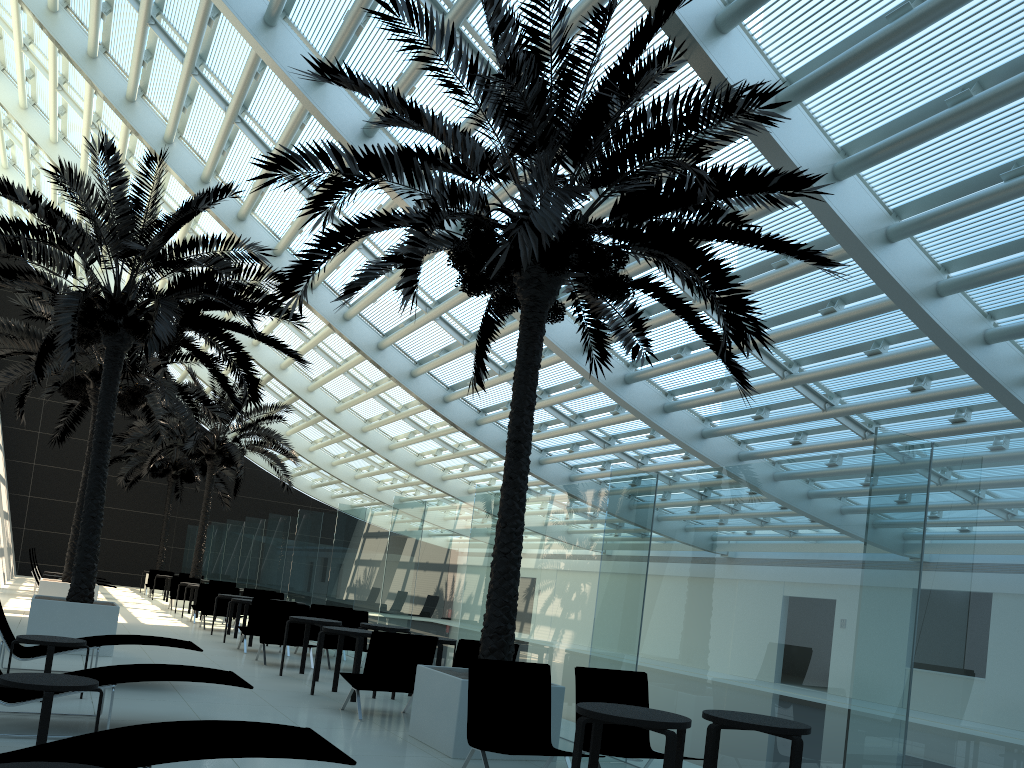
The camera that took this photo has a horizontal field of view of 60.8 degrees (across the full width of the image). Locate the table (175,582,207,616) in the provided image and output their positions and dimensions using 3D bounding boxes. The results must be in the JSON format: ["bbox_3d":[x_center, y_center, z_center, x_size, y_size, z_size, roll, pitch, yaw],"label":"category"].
[{"bbox_3d":[-7.882,5.320,21.536,0.678,0.762,0.698,5,-8,11],"label":"table"}]

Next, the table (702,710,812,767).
[{"bbox_3d":[1.528,2.537,5.598,0.677,0.762,0.699,4,-9,20],"label":"table"}]

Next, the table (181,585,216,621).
[{"bbox_3d":[-7.222,5.085,20.253,0.677,0.762,0.698,5,-8,16],"label":"table"}]

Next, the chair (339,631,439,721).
[{"bbox_3d":[-1.305,2.977,9.007,0.726,0.866,0.898,11,-10,-26],"label":"chair"}]

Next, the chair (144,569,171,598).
[{"bbox_3d":[-11.899,6.685,29.288,0.726,0.866,0.898,11,-10,-26],"label":"chair"}]

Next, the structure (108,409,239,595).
[{"bbox_3d":[-12.524,4.293,32.307,4.812,6.855,4.557,1,-9,41],"label":"structure"}]

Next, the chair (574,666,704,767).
[{"bbox_3d":[0.959,2.668,6.638,0.726,0.866,0.898,11,-10,-26],"label":"chair"}]

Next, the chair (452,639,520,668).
[{"bbox_3d":[-0.486,3.181,9.436,0.726,0.866,0.898,11,-10,-26],"label":"chair"}]

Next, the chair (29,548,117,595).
[{"bbox_3d":[-10.889,4.778,21.607,2.066,1.129,0.932,13,-9,-27],"label":"chair"}]

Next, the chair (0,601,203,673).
[{"bbox_3d":[-4.267,2.460,8.931,2.066,1.129,0.932,13,-9,-27],"label":"chair"}]

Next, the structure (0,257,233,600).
[{"bbox_3d":[-8.242,1.072,16.845,4.283,6.731,4.747,6,-7,7],"label":"structure"}]

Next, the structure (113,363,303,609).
[{"bbox_3d":[-8.747,2.958,25.022,4.903,6.855,4.473,11,-8,-33],"label":"structure"}]

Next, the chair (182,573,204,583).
[{"bbox_3d":[-10.301,6.609,28.194,0.726,0.866,0.898,11,-10,-26],"label":"chair"}]

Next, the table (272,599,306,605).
[{"bbox_3d":[-4.414,4.617,16.973,0.678,0.762,0.698,5,-8,11],"label":"table"}]

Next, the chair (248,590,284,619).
[{"bbox_3d":[-5.042,4.768,18.126,0.726,0.866,0.898,11,-10,-26],"label":"chair"}]

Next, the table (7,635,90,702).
[{"bbox_3d":[-4.099,2.504,7.697,0.552,0.504,0.570,4,-10,16],"label":"table"}]

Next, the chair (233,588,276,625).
[{"bbox_3d":[-5.821,5.048,19.648,0.726,0.866,0.898,11,-10,-26],"label":"chair"}]

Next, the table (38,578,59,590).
[{"bbox_3d":[-10.721,4.821,20.373,0.552,0.504,0.569,5,-9,11],"label":"table"}]

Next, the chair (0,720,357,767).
[{"bbox_3d":[-1.868,1.620,4.337,2.066,1.129,0.932,13,-9,-27],"label":"chair"}]

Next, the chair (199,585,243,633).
[{"bbox_3d":[-5.861,4.564,17.698,0.726,0.866,0.898,11,-10,-26],"label":"chair"}]

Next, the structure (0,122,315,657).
[{"bbox_3d":[-5.266,0.166,11.579,4.281,6.672,4.748,1,-9,41],"label":"structure"}]

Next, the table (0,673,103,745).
[{"bbox_3d":[-2.899,2.084,5.400,0.552,0.504,0.570,4,-10,16],"label":"table"}]

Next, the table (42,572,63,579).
[{"bbox_3d":[-13.158,5.674,25.038,0.552,0.504,0.570,4,-10,16],"label":"table"}]

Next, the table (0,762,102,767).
[{"bbox_3d":[-1.700,1.664,3.103,0.552,0.504,0.570,4,-10,16],"label":"table"}]

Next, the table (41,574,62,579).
[{"bbox_3d":[-11.921,5.241,22.670,0.552,0.504,0.570,4,-10,16],"label":"table"}]

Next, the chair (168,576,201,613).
[{"bbox_3d":[-8.465,5.476,22.683,0.726,0.866,0.898,11,-10,-26],"label":"chair"}]

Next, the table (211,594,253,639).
[{"bbox_3d":[-5.266,4.405,16.528,0.678,0.762,0.698,5,-8,11],"label":"table"}]

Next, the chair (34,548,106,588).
[{"bbox_3d":[-13.326,5.631,26.272,2.066,1.129,0.932,13,-9,-27],"label":"chair"}]

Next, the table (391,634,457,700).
[{"bbox_3d":[-1.036,3.430,10.486,0.677,0.762,0.698,5,-8,16],"label":"table"}]

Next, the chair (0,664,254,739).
[{"bbox_3d":[-3.067,2.040,6.634,2.066,1.129,0.932,13,-9,-27],"label":"chair"}]

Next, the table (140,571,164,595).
[{"bbox_3d":[-12.482,6.926,30.322,0.677,0.762,0.699,4,-9,20],"label":"table"}]

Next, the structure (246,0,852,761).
[{"bbox_3d":[0.187,-0.167,7.929,4.841,6.855,4.529,8,-7,-8],"label":"structure"}]

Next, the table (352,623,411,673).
[{"bbox_3d":[-1.782,3.696,11.934,0.678,0.762,0.698,5,-8,11],"label":"table"}]

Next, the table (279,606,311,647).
[{"bbox_3d":[-3.738,4.376,15.660,0.677,0.762,0.698,5,-8,16],"label":"table"}]

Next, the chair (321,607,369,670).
[{"bbox_3d":[-2.404,3.845,13.076,0.726,0.866,0.898,11,-10,-26],"label":"chair"}]

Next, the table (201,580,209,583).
[{"bbox_3d":[-9.674,6.458,27.041,0.678,0.762,0.698,5,-8,11],"label":"table"}]

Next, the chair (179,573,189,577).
[{"bbox_3d":[-11.080,6.889,29.717,0.726,0.866,0.898,11,-10,-26],"label":"chair"}]

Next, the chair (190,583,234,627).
[{"bbox_3d":[-6.640,4.844,19.220,0.726,0.866,0.898,11,-10,-26],"label":"chair"}]

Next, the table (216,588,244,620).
[{"bbox_3d":[-7.030,5.532,21.981,0.678,0.762,0.698,5,-8,11],"label":"table"}]

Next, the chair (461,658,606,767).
[{"bbox_3d":[0.140,2.464,6.209,0.726,0.866,0.898,11,-10,-26],"label":"chair"}]

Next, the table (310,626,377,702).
[{"bbox_3d":[-1.887,3.217,10.041,0.677,0.762,0.698,5,-8,16],"label":"table"}]

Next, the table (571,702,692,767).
[{"bbox_3d":[0.676,2.325,5.152,0.677,0.762,0.699,4,-9,20],"label":"table"}]

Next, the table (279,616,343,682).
[{"bbox_3d":[-2.634,3.484,11.489,0.678,0.762,0.698,5,-8,11],"label":"table"}]

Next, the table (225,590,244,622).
[{"bbox_3d":[-6.371,5.297,20.699,0.677,0.762,0.698,5,-8,16],"label":"table"}]

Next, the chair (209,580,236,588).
[{"bbox_3d":[-7.646,5.680,23.112,0.726,0.866,0.898,11,-10,-26],"label":"chair"}]

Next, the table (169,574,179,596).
[{"bbox_3d":[-11.630,7.138,30.767,0.677,0.762,0.699,4,-9,20],"label":"table"}]

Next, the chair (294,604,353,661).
[{"bbox_3d":[-3.189,4.127,14.609,0.726,0.866,0.898,11,-10,-26],"label":"chair"}]

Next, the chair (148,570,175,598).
[{"bbox_3d":[-11.120,6.405,27.766,0.726,0.866,0.898,11,-10,-26],"label":"chair"}]

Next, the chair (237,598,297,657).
[{"bbox_3d":[-4.008,3.923,14.181,0.726,0.866,0.898,11,-10,-26],"label":"chair"}]

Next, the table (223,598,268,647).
[{"bbox_3d":[-4.590,4.163,15.215,0.677,0.762,0.698,5,-8,16],"label":"table"}]

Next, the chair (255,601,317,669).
[{"bbox_3d":[-3.223,3.641,12.648,0.726,0.866,0.898,11,-10,-26],"label":"chair"}]

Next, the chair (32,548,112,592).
[{"bbox_3d":[-12.089,5.198,23.904,2.066,1.129,0.932,13,-9,-27],"label":"chair"}]

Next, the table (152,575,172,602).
[{"bbox_3d":[-10.525,6.246,26.596,0.678,0.762,0.698,5,-8,11],"label":"table"}]
